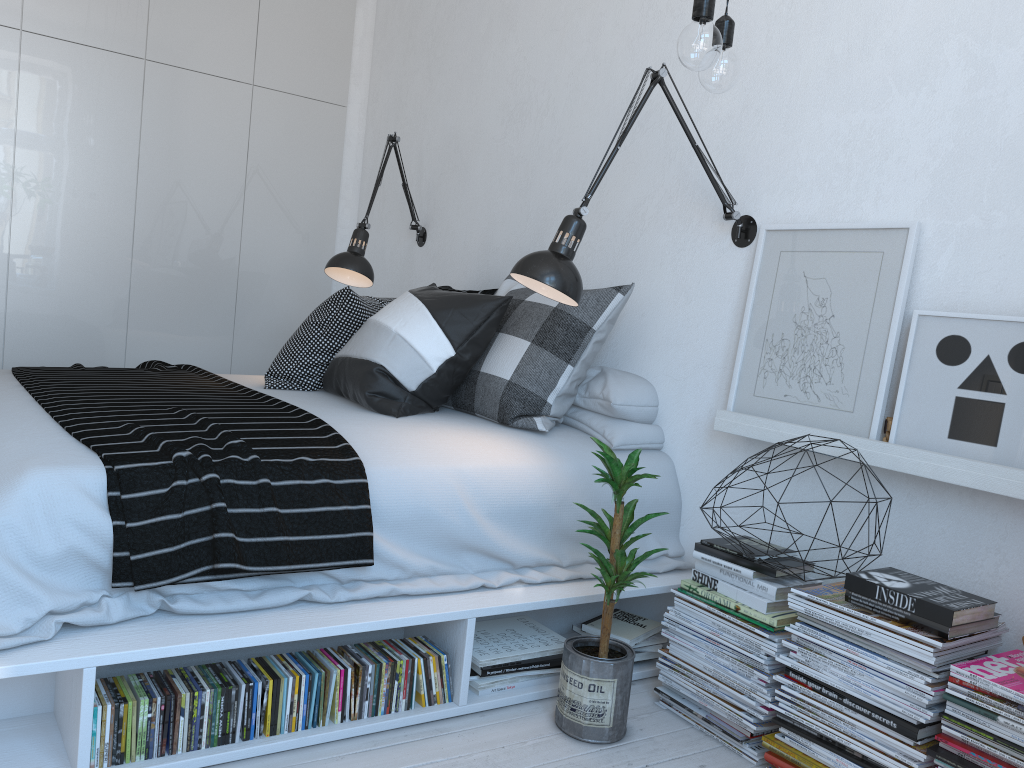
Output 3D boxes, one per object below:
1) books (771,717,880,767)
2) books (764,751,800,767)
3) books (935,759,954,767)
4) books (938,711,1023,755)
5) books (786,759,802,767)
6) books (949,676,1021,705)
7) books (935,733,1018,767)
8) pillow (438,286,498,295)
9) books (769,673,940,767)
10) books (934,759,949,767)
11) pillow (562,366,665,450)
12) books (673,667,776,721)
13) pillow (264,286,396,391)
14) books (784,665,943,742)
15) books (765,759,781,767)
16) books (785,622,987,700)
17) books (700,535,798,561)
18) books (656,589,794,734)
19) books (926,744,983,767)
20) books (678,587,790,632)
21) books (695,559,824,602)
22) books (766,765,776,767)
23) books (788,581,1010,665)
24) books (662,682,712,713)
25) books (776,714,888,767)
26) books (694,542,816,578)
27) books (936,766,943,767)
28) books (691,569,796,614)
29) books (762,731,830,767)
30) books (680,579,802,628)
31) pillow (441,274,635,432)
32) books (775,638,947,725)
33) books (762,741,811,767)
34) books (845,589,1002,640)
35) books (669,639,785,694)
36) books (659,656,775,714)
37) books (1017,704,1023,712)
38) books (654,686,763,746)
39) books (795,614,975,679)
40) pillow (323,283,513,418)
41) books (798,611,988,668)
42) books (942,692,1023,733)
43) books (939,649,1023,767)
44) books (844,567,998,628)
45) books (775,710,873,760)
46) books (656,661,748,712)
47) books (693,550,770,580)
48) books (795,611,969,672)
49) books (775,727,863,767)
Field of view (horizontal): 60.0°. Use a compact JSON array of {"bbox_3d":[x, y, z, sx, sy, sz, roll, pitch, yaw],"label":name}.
[{"bbox_3d":[0.770,0.774,1.905,0.218,0.010,0.352,2,6,-39],"label":"books"},{"bbox_3d":[0.753,0.862,1.917,0.188,0.016,0.362,2,6,-40],"label":"books"},{"bbox_3d":[0.992,0.734,1.634,0.247,0.009,0.306,3,6,-37],"label":"books"},{"bbox_3d":[1.000,0.652,1.631,0.255,0.007,0.305,3,6,-35],"label":"books"},{"bbox_3d":[0.716,0.838,1.980,0.187,0.013,0.205,3,6,-35],"label":"books"},{"bbox_3d":[0.934,0.570,1.688,0.173,0.010,0.121,3,6,-37],"label":"books"},{"bbox_3d":[1.000,0.692,1.644,0.280,0.007,0.298,3,6,-37],"label":"books"},{"bbox_3d":[-0.268,-0.180,3.377,0.443,0.456,0.684,3,6,-32],"label":"pillow"},{"bbox_3d":[0.796,0.715,1.917,0.304,0.080,0.375,3,6,-36],"label":"books"},{"bbox_3d":[0.990,0.744,1.631,0.241,0.011,0.313,3,6,-34],"label":"books"},{"bbox_3d":[0.048,0.001,3.409,0.459,0.261,1.648,3,6,-34],"label":"pillow"},{"bbox_3d":[0.598,0.745,2.220,0.271,0.011,0.336,3,5,-31],"label":"books"},{"bbox_3d":[-0.623,-0.165,3.212,0.351,0.379,0.558,7,5,16],"label":"pillow"},{"bbox_3d":[0.777,0.661,1.893,0.208,0.027,0.319,3,6,-34],"label":"books"},{"bbox_3d":[0.760,0.874,1.916,0.227,0.007,0.356,3,6,-33],"label":"books"},{"bbox_3d":[0.820,0.569,1.899,0.293,0.041,0.350,3,6,-37],"label":"books"},{"bbox_3d":[0.594,0.410,2.221,0.184,0.010,0.158,3,6,-36],"label":"books"},{"bbox_3d":[0.595,0.670,2.224,0.304,0.251,0.377,3,6,-33],"label":"books"},{"bbox_3d":[0.994,0.723,1.646,0.290,0.012,0.308,3,6,-36],"label":"books"},{"bbox_3d":[0.612,0.545,2.204,0.261,0.009,0.300,3,6,-36],"label":"books"},{"bbox_3d":[0.609,0.474,2.200,0.176,0.034,0.258,3,6,-34],"label":"books"},{"bbox_3d":[0.778,0.890,1.941,0.271,0.008,0.335,3,6,-37],"label":"books"},{"bbox_3d":[0.817,0.494,1.898,0.295,0.053,0.347,3,6,-37],"label":"books"},{"bbox_3d":[0.495,0.792,2.284,0.125,0.021,0.181,3,6,-34],"label":"books"},{"bbox_3d":[0.770,0.765,1.903,0.180,0.008,0.354,2,6,-39],"label":"books"},{"bbox_3d":[0.598,0.427,2.193,0.161,0.020,0.242,2,6,-39],"label":"books"},{"bbox_3d":[0.987,0.806,1.639,0.270,0.116,0.319,3,6,-36],"label":"books"},{"bbox_3d":[0.597,0.505,2.196,0.178,0.029,0.259,3,5,-30],"label":"books"},{"bbox_3d":[0.710,0.813,1.969,0.212,0.010,0.217,3,6,-36],"label":"books"},{"bbox_3d":[0.593,0.529,2.190,0.194,0.019,0.298,3,6,-36],"label":"books"},{"bbox_3d":[0.053,-0.143,2.912,0.408,0.507,0.645,3,6,-34],"label":"pillow"},{"bbox_3d":[0.809,0.616,1.914,0.289,0.062,0.375,3,6,-34],"label":"books"},{"bbox_3d":[0.705,0.824,1.971,0.203,0.014,0.212,2,6,-39],"label":"books"},{"bbox_3d":[0.851,0.465,1.843,0.199,0.029,0.228,3,6,-35],"label":"books"},{"bbox_3d":[0.605,0.683,2.215,0.271,0.011,0.336,3,5,-31],"label":"books"},{"bbox_3d":[0.595,0.733,2.229,0.284,0.015,0.361,3,6,-36],"label":"books"},{"bbox_3d":[1.027,0.592,1.549,0.182,0.009,0.192,3,6,-35],"label":"books"},{"bbox_3d":[0.561,0.818,2.246,0.263,0.009,0.308,3,6,-33],"label":"books"},{"bbox_3d":[0.793,0.542,1.882,0.173,0.010,0.339,3,6,-34],"label":"books"},{"bbox_3d":[-0.338,-0.139,2.928,0.434,0.420,0.684,4,5,-26],"label":"pillow"},{"bbox_3d":[0.806,0.525,1.895,0.194,0.008,0.325,3,6,-36],"label":"books"},{"bbox_3d":[1.008,0.615,1.628,0.260,0.012,0.310,3,6,-36],"label":"books"},{"bbox_3d":[1.009,0.639,1.630,0.272,0.162,0.318,3,6,-35],"label":"books"},{"bbox_3d":[0.835,0.434,1.822,0.163,0.035,0.235,3,6,-35],"label":"books"},{"bbox_3d":[0.768,0.757,1.903,0.182,0.007,0.354,2,6,-40],"label":"books"},{"bbox_3d":[0.582,0.749,2.245,0.271,0.008,0.335,3,6,-37],"label":"books"},{"bbox_3d":[0.591,0.443,2.220,0.207,0.019,0.182,3,6,-37],"label":"books"},{"bbox_3d":[0.771,0.532,1.872,0.129,0.007,0.329,3,6,-33],"label":"books"},{"bbox_3d":[0.797,0.800,1.926,0.292,0.040,0.354,3,6,-33],"label":"books"}]
